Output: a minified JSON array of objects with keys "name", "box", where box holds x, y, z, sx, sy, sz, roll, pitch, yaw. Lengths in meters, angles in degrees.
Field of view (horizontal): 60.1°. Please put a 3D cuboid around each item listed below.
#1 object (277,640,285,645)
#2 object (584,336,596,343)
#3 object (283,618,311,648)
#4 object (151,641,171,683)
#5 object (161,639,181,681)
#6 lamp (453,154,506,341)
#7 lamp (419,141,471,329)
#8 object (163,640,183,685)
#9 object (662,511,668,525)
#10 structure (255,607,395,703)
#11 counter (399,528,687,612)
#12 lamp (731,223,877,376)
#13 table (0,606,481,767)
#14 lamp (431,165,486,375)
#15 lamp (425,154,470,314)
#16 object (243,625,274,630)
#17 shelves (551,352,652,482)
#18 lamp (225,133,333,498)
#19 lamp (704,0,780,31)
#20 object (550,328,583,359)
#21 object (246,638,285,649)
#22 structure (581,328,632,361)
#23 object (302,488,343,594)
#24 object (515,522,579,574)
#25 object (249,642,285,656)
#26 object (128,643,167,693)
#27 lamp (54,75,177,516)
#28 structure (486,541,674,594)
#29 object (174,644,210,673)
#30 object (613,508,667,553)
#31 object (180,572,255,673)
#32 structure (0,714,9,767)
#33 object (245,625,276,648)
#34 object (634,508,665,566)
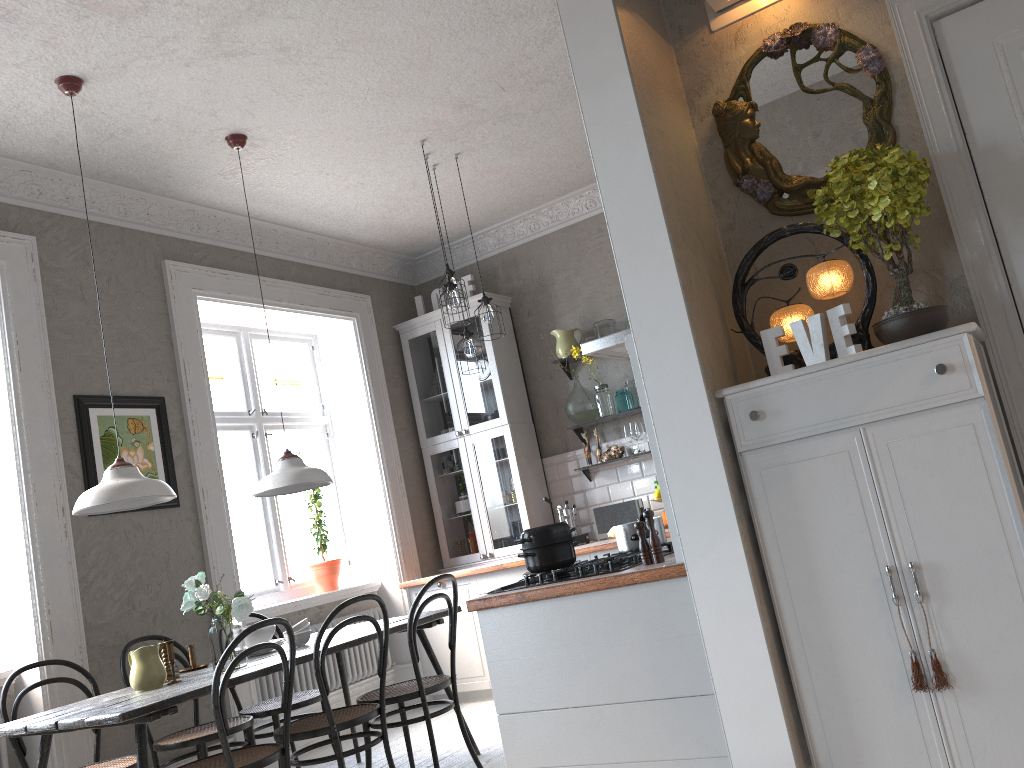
[{"name":"object","box":[-1.184,1.241,4.146,0.238,0.027,0.237,-12,-9,-2]},{"name":"object","box":[0.570,-0.278,6.309,0.101,0.110,0.105,-17,-10,29]},{"name":"object","box":[-0.990,1.151,4.086,0.130,0.119,0.122,-3,-13,-44]},{"name":"object","box":[-1.458,1.154,3.673,0.063,0.172,0.061,-5,-11,-38]},{"name":"object","box":[-1.470,1.172,3.765,0.095,0.171,0.097,-13,-9,11]},{"name":"lamp","box":[-0.285,-1.109,5.291,0.145,1.732,0.148,-14,-9,17]},{"name":"lamp","box":[-0.472,-1.164,5.032,0.148,1.732,0.145,-10,-9,-13]},{"name":"object","box":[-1.376,1.124,3.584,0.060,0.167,0.058,-2,-13,-46]},{"name":"object","box":[1.002,0.843,5.630,0.113,0.110,0.111,-11,-9,-3]},{"name":"structure","box":[-1.198,1.734,5.618,0.146,0.427,1.245,-16,-10,28]},{"name":"counter","box":[0.098,0.962,4.648,3.107,0.039,3.454,-17,-11,29]},{"name":"lamp","box":[0.853,-0.189,2.553,0.441,0.557,0.175,-19,-11,37]},{"name":"table","box":[-1.068,1.569,3.857,0.889,0.734,1.956,-17,-11,30]},{"name":"lamp","box":[-0.395,-0.911,5.353,0.147,1.732,0.146,-11,-9,-3]},{"name":"lamp","box":[-0.492,-1.261,5.235,0.145,1.732,0.148,-14,-9,17]},{"name":"object","box":[-1.197,1.179,4.156,0.177,0.094,0.182,-15,-10,21]},{"name":"shelves","box":[0.973,0.121,6.053,1.293,0.922,0.233,-17,-10,29]},{"name":"lamp","box":[-1.246,-0.379,4.450,0.372,1.856,0.387,-18,-11,37]},{"name":"lamp","box":[0.750,-1.287,2.712,0.408,0.171,0.224,-17,-11,29]},{"name":"object","box":[0.397,-0.290,6.343,0.177,0.216,0.187,-2,-13,-46]},{"name":"object","box":[-1.186,1.233,4.147,0.242,0.027,0.233,-5,-12,-37]},{"name":"structure","box":[0.631,-0.973,4.109,0.700,1.593,0.725,-17,-10,29]},{"name":"object","box":[-1.315,1.000,6.006,0.265,0.812,0.255,-6,-11,-32]},{"name":"object","box":[0.121,0.544,2.948,0.189,0.147,0.194,-13,-9,9]},{"name":"object","box":[-1.182,1.250,4.145,0.242,0.027,0.232,-4,-13,-42]},{"name":"object","box":[-1.465,1.134,3.538,0.150,0.169,0.135,-10,-9,-9]},{"name":"lamp","box":[-1.724,-0.408,3.675,0.385,1.856,0.374,-8,-10,-22]},{"name":"structure","box":[0.277,0.616,3.021,0.487,0.031,0.617,-17,-11,30]},{"name":"object","box":[-1.457,1.246,4.038,0.138,0.112,0.141,-14,-9,12]},{"name":"object","box":[0.466,0.491,3.017,0.177,0.134,0.299,-8,-10,-25]},{"name":"object","box":[-1.184,0.961,3.620,0.306,0.413,0.256,-17,-10,28]},{"name":"structure","box":[-2.551,1.652,3.420,0.146,0.427,1.245,-16,-10,28]},{"name":"object","box":[-1.193,1.198,4.153,0.177,0.094,0.182,-15,-10,21]},{"name":"object","box":[0.411,0.460,2.682,0.071,0.166,0.036,-17,-10,29]}]
